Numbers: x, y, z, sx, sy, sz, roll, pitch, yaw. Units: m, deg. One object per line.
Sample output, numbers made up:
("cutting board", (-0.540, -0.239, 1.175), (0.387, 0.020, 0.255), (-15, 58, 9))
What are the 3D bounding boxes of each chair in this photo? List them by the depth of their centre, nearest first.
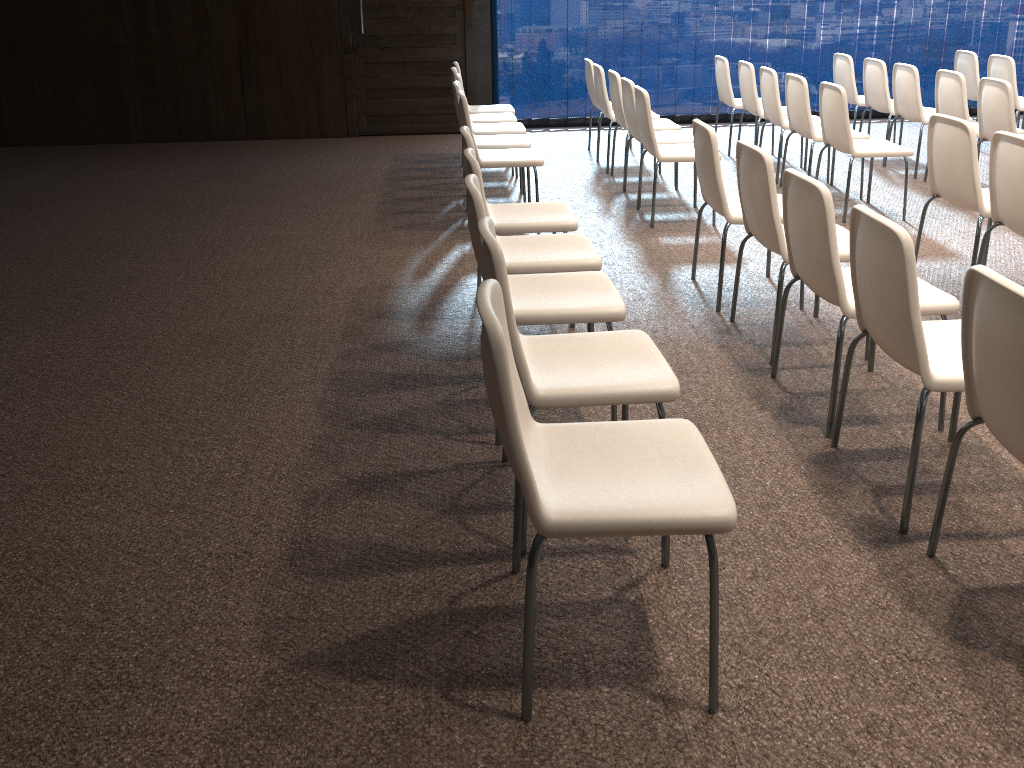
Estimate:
("chair", (0.208, 0.206, 2.042), (0.558, 0.860, 0.557), (-2, 19, -1))
("chair", (1.363, 0.168, 2.081), (0.558, 0.860, 0.557), (-1, 19, -1))
("chair", (0.189, -0.052, 2.614), (0.558, 0.860, 0.556), (-3, 19, -5))
("chair", (1.311, -0.095, 2.665), (0.558, 0.860, 0.557), (-2, 19, -2))
("chair", (0.118, -0.319, 3.207), (0.558, 0.860, 0.556), (-2, 19, -4))
("chair", (1.276, -0.343, 3.217), (0.558, 0.860, 0.556), (-3, 19, -5))
("chair", (0.086, -0.558, 3.738), (0.558, 0.860, 0.556), (-3, 19, -5))
("chair", (1.256, -0.612, 3.812), (0.558, 0.860, 0.556), (-3, 19, -5))
("chair", (2.427, -0.676, 3.909), (0.558, 0.860, 0.557), (-2, 19, -2))
("chair", (0.034, -0.824, 4.328), (0.558, 0.860, 0.556), (-3, 19, -4))
("chair", (1.184, -0.882, 4.413), (0.558, 0.860, 0.557), (-2, 19, -2))
("chair", (2.409, -0.925, 4.461), (0.558, 0.860, 0.556), (-3, 19, -5))
("chair", (-0.074, -1.506, 5.843), (0.558, 0.860, 0.556), (-3, 19, -4))
("chair", (1.102, -1.563, 5.922), (0.558, 0.860, 0.557), (-2, 19, -2))
("chair", (2.375, -1.604, 5.964), (0.558, 0.860, 0.556), (-2, 19, -4))
("chair", (3.518, -1.668, 6.062), (0.558, 0.860, 0.557), (-2, 19, -2))
("chair", (-0.141, -1.772, 6.432), (0.558, 0.860, 0.557), (-2, 19, -1))
("chair", (1.084, -1.813, 6.476), (0.558, 0.860, 0.556), (-2, 19, -4))
("chair", (2.323, -1.868, 6.550), (0.558, 0.860, 0.556), (-2, 19, -3))
("chair", (3.498, -1.928, 6.638), (0.558, 0.860, 0.557), (-2, 19, -3))
("chair", (-0.168, -2.034, 7.015), (0.558, 0.860, 0.557), (-2, 19, -3))
("chair", (1.054, -2.081, 7.072), (0.558, 0.860, 0.556), (-2, 19, -4))
("chair", (2.287, -2.121, 7.112), (0.558, 0.860, 0.557), (-2, 19, -1))
("chair", (3.428, -2.193, 7.227), (0.558, 0.860, 0.556), (-2, 19, -4))
("chair", (-0.237, -2.287, 7.576), (0.558, 0.860, 0.556), (-2, 19, -4))
("chair", (0.987, -2.344, 7.656), (0.558, 0.860, 0.556), (-2, 19, -3))
("chair", (2.268, -2.389, 7.705), (0.558, 0.860, 0.557), (-2, 19, -2))
("chair", (3.396, -2.432, 7.758), (0.558, 0.860, 0.556), (-3, 19, -5))
("chair", (4.566, -2.503, 7.869), (0.558, 0.860, 0.557), (-2, 19, -2))
("chair", (-0.255, -2.538, 8.133), (0.558, 0.860, 0.556), (-2, 19, -4))
("chair", (0.960, -2.608, 8.242), (0.558, 0.860, 0.557), (-2, 19, -3))
("chair", (2.197, -2.656, 8.301), (0.558, 0.860, 0.557), (-2, 19, -2))
("chair", (3.344, -2.698, 8.348), (0.558, 0.860, 0.556), (-2, 19, -4))
("chair", (4.548, -2.756, 8.429), (0.558, 0.860, 0.557), (-2, 19, -1))

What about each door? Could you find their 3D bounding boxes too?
("door", (-1.106, -3.844, 9.322), (1.400, 2.299, 0.281), (-2, 17, -4))
